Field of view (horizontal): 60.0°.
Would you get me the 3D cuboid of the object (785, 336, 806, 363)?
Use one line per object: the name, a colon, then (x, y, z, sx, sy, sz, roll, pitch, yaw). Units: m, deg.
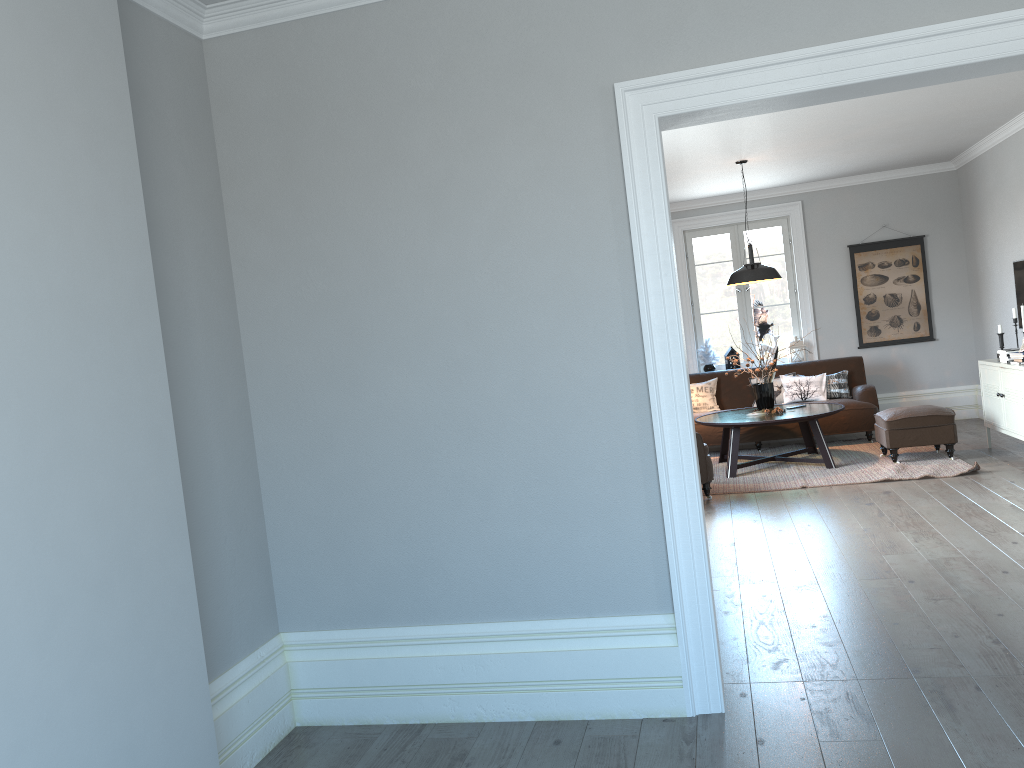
object: (3.133, -0.371, 9.786, 0.193, 0.322, 0.193, -7, 2, 7)

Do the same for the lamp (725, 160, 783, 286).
lamp: (2.097, -1.441, 7.896, 0.504, 1.075, 0.504, -8, 2, -30)

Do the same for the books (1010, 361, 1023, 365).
books: (3.996, -0.174, 6.818, 0.243, 0.014, 0.196, -6, 2, 13)

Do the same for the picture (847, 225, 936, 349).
picture: (4.091, -1.075, 9.597, 0.793, 1.313, 0.057, -6, 2, 13)

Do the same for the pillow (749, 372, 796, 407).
pillow: (2.713, 0.076, 9.188, 0.472, 0.347, 0.159, -6, 2, 10)

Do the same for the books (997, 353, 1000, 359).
books: (4.210, -0.243, 7.401, 0.218, 0.049, 0.276, -6, 2, 13)

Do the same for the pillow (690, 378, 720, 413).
pillow: (1.938, 0.147, 9.407, 0.519, 0.368, 0.240, -6, 2, 13)

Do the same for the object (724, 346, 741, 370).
object: (2.473, -0.280, 9.961, 0.155, 0.284, 0.155, -7, 2, 3)

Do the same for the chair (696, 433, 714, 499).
chair: (0.996, 0.553, 6.868, 0.970, 0.795, 0.807, -8, 3, -36)

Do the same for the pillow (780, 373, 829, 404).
pillow: (2.978, 0.041, 9.049, 0.471, 0.309, 0.188, -6, 2, 14)

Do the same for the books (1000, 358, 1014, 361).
books: (4.037, -0.211, 7.032, 0.253, 0.016, 0.200, -6, 2, 11)

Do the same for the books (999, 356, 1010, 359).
books: (4.046, -0.228, 7.039, 0.271, 0.016, 0.222, -6, 2, 13)

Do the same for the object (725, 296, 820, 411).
object: (2.322, -0.277, 7.854, 0.853, 1.066, 0.525, -7, 2, -16)

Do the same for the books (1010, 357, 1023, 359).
books: (3.992, -0.214, 6.808, 0.235, 0.014, 0.185, -7, 2, 2)

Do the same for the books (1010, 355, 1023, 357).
books: (3.985, -0.229, 6.803, 0.235, 0.017, 0.184, -7, 2, 0)

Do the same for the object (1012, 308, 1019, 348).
object: (4.071, -0.405, 7.154, 0.092, 0.431, 0.092, -8, 2, -28)

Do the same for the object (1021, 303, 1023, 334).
object: (4.165, -0.429, 7.197, 0.066, 0.457, 0.066, -8, 2, -20)

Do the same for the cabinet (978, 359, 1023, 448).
cabinet: (4.089, 0.193, 7.022, 0.408, 0.757, 1.152, -6, 2, 13)

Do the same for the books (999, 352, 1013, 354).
books: (4.036, -0.259, 7.032, 0.265, 0.010, 0.196, -6, 2, 13)

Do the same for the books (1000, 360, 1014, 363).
books: (4.050, -0.194, 7.038, 0.271, 0.022, 0.200, -6, 3, 15)

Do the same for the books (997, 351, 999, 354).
books: (4.206, -0.280, 7.426, 0.161, 0.024, 0.199, -8, 3, -33)

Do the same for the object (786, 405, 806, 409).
object: (2.603, 0.209, 8.117, 0.207, 0.011, 0.051, -8, 3, -27)

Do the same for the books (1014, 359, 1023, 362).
books: (4.008, -0.195, 6.807, 0.238, 0.027, 0.175, -6, 2, 10)

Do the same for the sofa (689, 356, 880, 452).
sofa: (2.581, 0.250, 9.158, 2.164, 0.824, 0.969, -6, 2, 13)

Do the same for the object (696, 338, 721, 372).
object: (2.199, -0.321, 10.012, 0.248, 0.423, 0.262, -9, 3, -41)

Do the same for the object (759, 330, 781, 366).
object: (2.857, -0.383, 9.787, 0.239, 0.410, 0.128, -6, 2, 9)

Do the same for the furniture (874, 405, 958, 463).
furniture: (3.396, 0.413, 7.463, 0.583, 0.439, 0.574, -6, 2, 13)

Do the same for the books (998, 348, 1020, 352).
books: (4.034, -0.278, 7.040, 0.263, 0.008, 0.212, -6, 2, 14)

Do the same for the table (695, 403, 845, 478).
table: (2.327, 0.505, 7.968, 1.300, 0.503, 1.300, -7, 2, 6)

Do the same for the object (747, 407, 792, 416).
object: (2.290, 0.235, 7.866, 0.404, 0.067, 0.153, -5, 3, 30)

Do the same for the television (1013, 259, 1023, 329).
television: (4.401, -0.773, 7.401, 0.041, 0.657, 1.063, -6, 2, 13)

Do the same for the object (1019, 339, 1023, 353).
object: (3.982, -0.315, 6.811, 0.194, 0.127, 0.192, -7, 2, 6)

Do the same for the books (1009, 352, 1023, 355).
books: (3.984, -0.245, 6.807, 0.235, 0.014, 0.184, -7, 2, 0)

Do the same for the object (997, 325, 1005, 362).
object: (4.007, -0.339, 7.258, 0.083, 0.311, 0.083, -7, 2, -10)

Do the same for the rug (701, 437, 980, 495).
rug: (2.386, 0.692, 8.004, 2.818, 0.090, 2.401, -6, 2, 13)

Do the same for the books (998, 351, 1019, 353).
books: (4.031, -0.268, 7.034, 0.260, 0.010, 0.196, -6, 2, 11)

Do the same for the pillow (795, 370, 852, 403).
pillow: (3.199, 0.024, 9.113, 0.542, 0.288, 0.183, -6, 2, 14)

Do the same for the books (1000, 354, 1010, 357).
books: (4.034, -0.245, 7.037, 0.251, 0.019, 0.200, -6, 3, 15)
